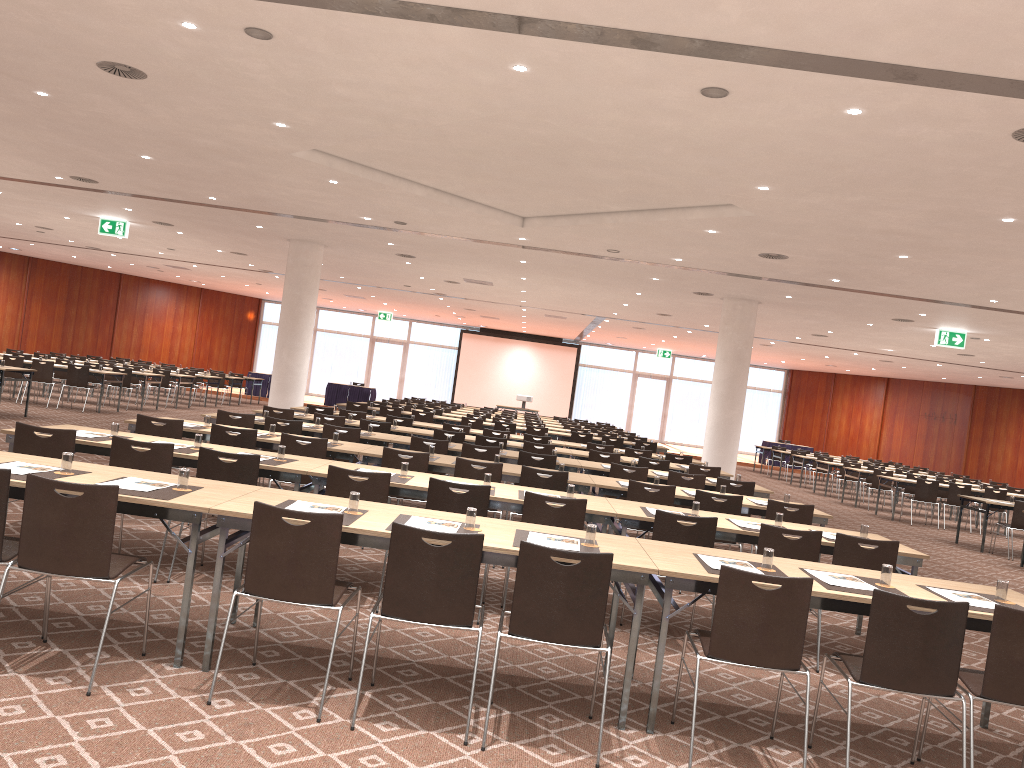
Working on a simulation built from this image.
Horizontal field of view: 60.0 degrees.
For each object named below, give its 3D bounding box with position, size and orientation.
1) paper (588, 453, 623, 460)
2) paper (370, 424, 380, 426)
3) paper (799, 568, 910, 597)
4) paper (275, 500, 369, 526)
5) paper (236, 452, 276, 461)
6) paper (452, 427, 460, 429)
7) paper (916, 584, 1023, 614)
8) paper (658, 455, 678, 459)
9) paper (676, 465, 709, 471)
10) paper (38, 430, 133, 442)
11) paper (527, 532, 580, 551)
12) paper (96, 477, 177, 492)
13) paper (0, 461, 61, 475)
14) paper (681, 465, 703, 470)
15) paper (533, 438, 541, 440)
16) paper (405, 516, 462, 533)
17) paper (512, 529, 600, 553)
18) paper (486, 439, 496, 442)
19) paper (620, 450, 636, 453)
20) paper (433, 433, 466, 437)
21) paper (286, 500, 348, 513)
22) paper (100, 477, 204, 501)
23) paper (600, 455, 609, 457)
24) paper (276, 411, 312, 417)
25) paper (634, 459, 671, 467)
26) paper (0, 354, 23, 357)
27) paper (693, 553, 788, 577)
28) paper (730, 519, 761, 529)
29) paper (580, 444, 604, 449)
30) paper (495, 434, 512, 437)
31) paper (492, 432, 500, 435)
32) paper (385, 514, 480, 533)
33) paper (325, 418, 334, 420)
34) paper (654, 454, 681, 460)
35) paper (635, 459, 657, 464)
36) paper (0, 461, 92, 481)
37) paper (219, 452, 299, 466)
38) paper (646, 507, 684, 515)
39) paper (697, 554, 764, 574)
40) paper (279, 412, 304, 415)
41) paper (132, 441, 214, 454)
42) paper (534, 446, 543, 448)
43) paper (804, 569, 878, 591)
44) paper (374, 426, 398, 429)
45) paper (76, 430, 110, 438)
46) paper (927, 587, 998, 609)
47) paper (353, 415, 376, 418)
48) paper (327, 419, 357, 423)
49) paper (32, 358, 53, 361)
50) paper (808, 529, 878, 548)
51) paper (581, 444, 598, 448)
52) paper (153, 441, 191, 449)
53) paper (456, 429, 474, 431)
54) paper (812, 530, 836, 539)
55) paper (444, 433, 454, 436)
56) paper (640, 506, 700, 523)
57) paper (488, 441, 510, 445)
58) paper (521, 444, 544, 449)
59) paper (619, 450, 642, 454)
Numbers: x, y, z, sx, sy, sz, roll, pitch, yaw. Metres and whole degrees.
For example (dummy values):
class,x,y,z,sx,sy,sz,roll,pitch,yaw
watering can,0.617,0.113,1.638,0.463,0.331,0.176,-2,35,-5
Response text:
class,x,y,z,sx,sy,sz,roll,pitch,yaw
paper,1.341,1.040,12.724,0.460,0.003,0.565,8,0,0
paper,-1.937,0.596,12.846,0.283,0.006,0.398,8,0,1
paper,1.841,1.074,4.755,0.460,0.003,0.565,8,0,4
paper,-1.046,0.686,4.748,0.460,0.003,0.565,8,0,1
paper,-2.019,0.560,6.838,0.283,0.006,0.398,8,0,2
paper,-0.943,0.738,14.829,0.283,0.006,0.398,8,0,1
paper,2.505,1.163,4.726,0.460,0.003,0.565,8,0,1
paper,2.595,1.213,14.767,0.283,0.006,0.398,8,0,-1
paper,2.606,1.210,12.693,0.460,0.003,0.565,8,0,1
paper,-3.266,0.396,6.816,0.460,0.003,0.565,8,0,3
paper,0.227,0.853,4.814,0.283,0.006,0.398,8,0,4
paper,-2.045,0.548,4.856,0.283,0.006,0.398,8,0,3
paper,-2.700,0.460,4.862,0.283,0.006,0.398,8,0,4
paper,2.600,1.206,12.784,0.283,0.006,0.398,8,0,2
paper,0.344,0.911,14.828,0.283,0.006,0.398,8,0,2
paper,-0.430,0.765,4.820,0.283,0.006,0.398,8,0,2
paper,0.241,0.859,4.782,0.460,0.003,0.565,8,0,2
paper,-0.319,0.814,12.832,0.283,0.006,0.398,8,0,5
paper,1.938,1.125,14.805,0.283,0.006,0.398,8,0,3
paper,-0.898,0.739,12.753,0.460,0.003,0.565,8,0,-2
paper,-1.070,0.679,4.828,0.283,0.006,0.398,8,0,-1
paper,-1.980,0.560,4.777,0.460,0.003,0.565,8,0,-1
paper,1.278,1.028,12.780,0.283,0.006,0.398,8,0,2
paper,-3.174,0.434,12.819,0.460,0.003,0.565,8,0,0
paper,2.002,1.129,12.743,0.460,0.003,0.565,8,0,0
paper,-11.602,-0.667,20.419,0.460,0.003,0.565,8,0,-1
paper,1.241,0.993,4.765,0.460,0.003,0.565,8,0,4
paper,1.841,1.078,6.779,0.283,0.006,0.398,8,0,2
paper,1.373,1.053,14.740,0.460,0.003,0.565,8,0,2
paper,-0.233,0.837,14.772,0.460,0.003,0.565,8,0,0
paper,-0.297,0.825,14.833,0.283,0.006,0.398,8,0,0
paper,-0.412,0.771,4.770,0.460,0.003,0.565,8,0,1
paper,-2.595,0.508,12.859,0.283,0.006,0.398,8,0,1
paper,2.631,1.222,14.731,0.460,0.003,0.565,8,0,2
paper,1.924,1.115,12.790,0.283,0.006,0.398,8,0,1
paper,-2.641,0.471,4.797,0.460,0.003,0.565,8,0,3
paper,-1.945,0.573,6.804,0.460,0.003,0.565,8,0,4
paper,1.192,0.991,6.791,0.283,0.006,0.398,8,0,1
paper,1.187,0.982,4.820,0.283,0.006,0.398,8,0,1
paper,-3.199,0.427,12.872,0.283,0.006,0.398,8,0,3
paper,-2.609,0.484,6.798,0.460,0.003,0.565,8,0,0
paper,0.306,0.898,12.808,0.283,0.006,0.398,8,0,0
paper,1.790,1.063,4.813,0.283,0.006,0.398,8,0,-1
paper,-1.890,0.606,12.774,0.460,0.003,0.565,8,0,-3
paper,-3.307,0.387,6.884,0.283,0.006,0.398,8,0,2
paper,2.450,1.152,4.758,0.283,0.006,0.398,8,0,0
paper,-2.510,0.531,14.797,0.460,0.003,0.565,8,0,0
paper,-2.510,0.523,12.795,0.460,0.003,0.565,8,0,0
paper,-10.938,-0.578,20.429,0.460,0.003,0.565,8,0,2
paper,2.554,1.178,6.726,0.460,0.003,0.565,8,0,4
paper,1.296,1.039,14.804,0.283,0.006,0.398,8,0,1
paper,-2.676,0.471,6.873,0.283,0.006,0.398,8,0,1
paper,-0.889,0.749,14.765,0.460,0.003,0.565,8,0,4
paper,2.491,1.166,6.777,0.283,0.006,0.398,8,0,1
paper,-0.957,0.728,12.837,0.283,0.006,0.398,8,0,-1
paper,1.227,0.999,6.740,0.460,0.003,0.565,8,0,3
paper,-0.270,0.824,12.743,0.460,0.003,0.565,8,0,2
paper,0.360,0.908,12.755,0.460,0.003,0.565,8,0,0
paper,2.009,1.138,14.711,0.460,0.003,0.565,8,0,4
